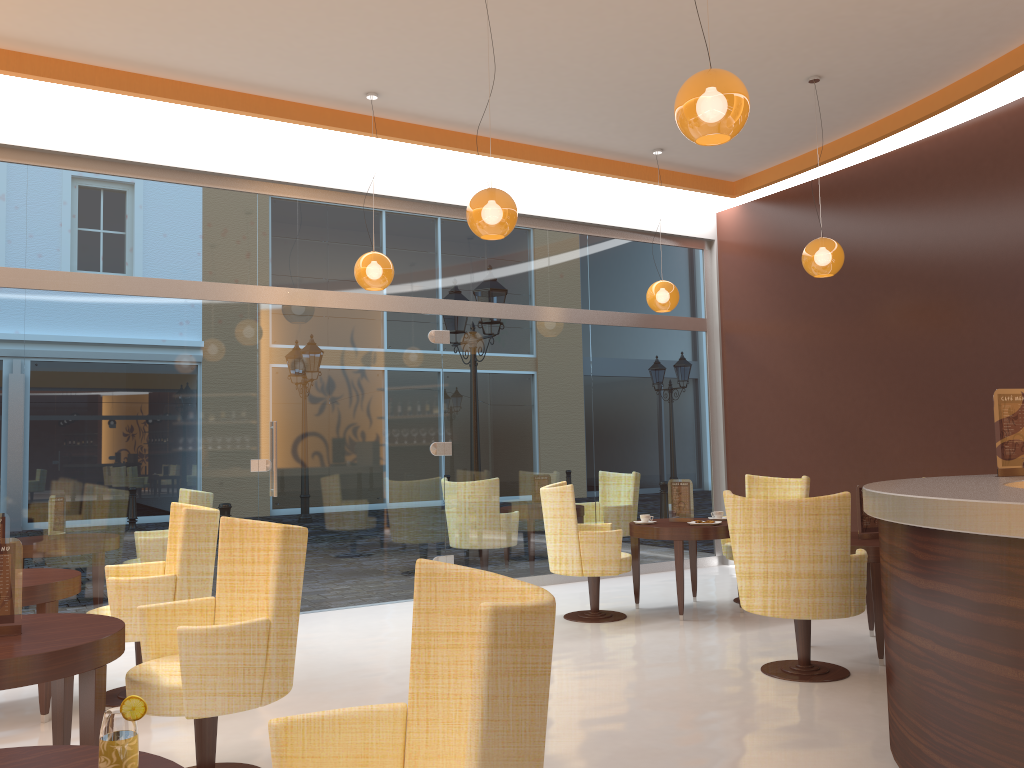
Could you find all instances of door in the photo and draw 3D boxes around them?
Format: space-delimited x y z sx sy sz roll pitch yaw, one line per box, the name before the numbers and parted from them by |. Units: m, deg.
door | -1.313 0.612 7.464 1.640 2.499 0.020 1 -5 -31

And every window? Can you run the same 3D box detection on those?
window | -1.325 0.114 7.501 8.200 3.380 0.040 1 -5 -31

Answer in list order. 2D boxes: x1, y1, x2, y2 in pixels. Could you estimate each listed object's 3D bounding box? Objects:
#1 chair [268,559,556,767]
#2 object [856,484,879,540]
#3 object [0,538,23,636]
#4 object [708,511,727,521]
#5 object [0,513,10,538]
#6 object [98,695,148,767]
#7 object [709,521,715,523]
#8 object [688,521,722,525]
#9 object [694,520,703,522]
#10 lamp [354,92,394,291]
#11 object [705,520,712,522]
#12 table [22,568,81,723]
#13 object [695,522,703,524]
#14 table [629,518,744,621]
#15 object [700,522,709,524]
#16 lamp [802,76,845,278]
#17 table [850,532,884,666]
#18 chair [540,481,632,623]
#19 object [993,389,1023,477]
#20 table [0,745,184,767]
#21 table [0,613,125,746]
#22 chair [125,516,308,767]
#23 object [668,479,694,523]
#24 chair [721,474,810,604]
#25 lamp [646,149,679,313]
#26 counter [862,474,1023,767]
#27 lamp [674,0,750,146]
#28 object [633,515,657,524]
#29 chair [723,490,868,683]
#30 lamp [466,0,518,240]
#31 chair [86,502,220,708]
chair | -0.246 0.917 1.815 0.685 1.017 0.729 0 -4 -14
object | 2.232 0.790 5.506 0.209 0.335 0.042 0 -4 -17
object | -1.825 0.709 3.096 0.209 0.335 0.042 0 -4 -13
object | 1.650 1.052 7.073 0.153 0.069 0.153 -1 -4 -9
object | -2.694 0.836 4.554 0.042 0.335 0.209 -5 -6 42
object | -0.714 0.657 1.618 0.067 0.171 0.072 -5 -6 42
object | 1.509 1.046 6.720 0.052 0.018 0.055 -1 -4 -7
object | 1.460 1.056 6.724 0.234 0.020 0.234 -4 -5 31
object | 1.418 1.043 6.744 0.052 0.016 0.055 1 -5 -32
lamp | -1.048 -1.456 6.696 0.299 1.500 0.299 -4 -5 34
object | 1.495 1.048 6.765 0.051 0.018 0.054 1 -5 -32
table | -2.682 1.342 4.517 0.872 0.679 0.874 -3 -4 16
object | 1.414 1.049 6.709 0.054 0.018 0.051 -3 -4 17
table | 1.366 1.423 6.921 0.872 0.679 0.874 -3 -4 16
object | 1.454 1.046 6.685 0.055 0.014 0.053 -5 -6 42
lamp | 2.278 -1.543 6.583 0.299 1.500 0.299 -5 -5 37
table | 2.233 1.297 5.481 0.872 0.679 0.874 -3 -4 16
chair | 0.568 1.260 6.758 0.685 1.017 0.729 -1 -4 1
object | 2.397 0.229 4.211 0.258 0.414 0.052 0 -4 -17
table | -0.964 1.075 1.428 0.872 0.679 0.874 -1 -4 1
table | -1.808 1.214 3.050 0.872 0.679 0.874 -2 -4 6
chair | -1.169 1.064 3.533 0.685 1.017 0.729 1 -5 -34
object | 1.331 0.920 6.995 0.209 0.335 0.042 -4 -5 34
chair | 2.082 1.262 7.273 0.685 1.017 0.729 1 -5 -28
lamp | 1.359 -1.408 8.126 0.299 1.500 0.299 -3 -5 27
counter | 2.141 0.919 3.180 1.586 1.100 2.917 -2 -4 14
lamp | 0.789 -1.726 3.612 0.299 1.500 0.299 -5 -5 37
object | 1.035 1.054 6.903 0.153 0.069 0.153 1 -5 -30
chair | 1.598 1.105 4.982 0.729 1.017 0.685 -5 -5 37
lamp | -0.129 -1.591 5.154 0.299 1.500 0.299 0 -4 -20
chair | -1.965 1.181 4.869 0.685 1.017 0.729 1 -5 -28
